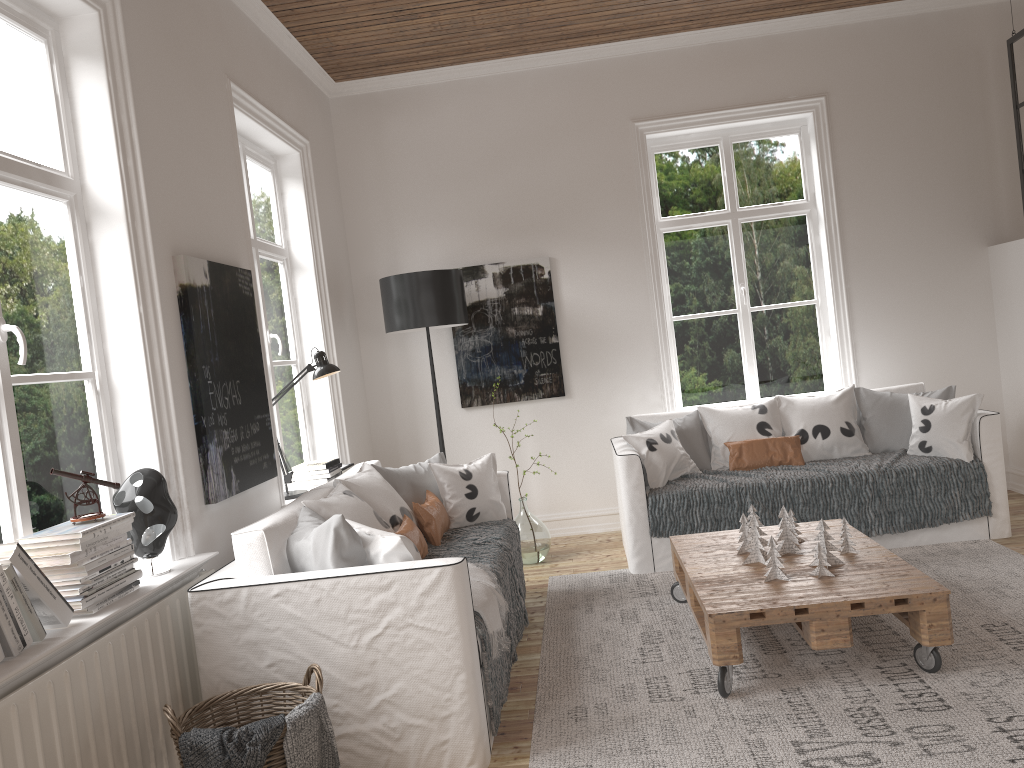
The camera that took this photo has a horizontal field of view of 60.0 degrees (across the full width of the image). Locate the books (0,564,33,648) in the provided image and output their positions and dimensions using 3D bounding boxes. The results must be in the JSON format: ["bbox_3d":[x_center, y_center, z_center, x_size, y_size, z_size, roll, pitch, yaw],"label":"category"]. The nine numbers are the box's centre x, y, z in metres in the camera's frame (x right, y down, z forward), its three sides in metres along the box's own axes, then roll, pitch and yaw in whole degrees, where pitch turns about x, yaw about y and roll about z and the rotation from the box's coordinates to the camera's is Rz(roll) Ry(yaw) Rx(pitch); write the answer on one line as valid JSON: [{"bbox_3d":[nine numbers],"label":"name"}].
[{"bbox_3d":[-1.253,0.534,2.101,0.161,0.218,0.101,-7,2,4],"label":"books"}]

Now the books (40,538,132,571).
[{"bbox_3d":[-1.239,0.487,2.520,0.182,0.016,0.288,-7,2,4],"label":"books"}]

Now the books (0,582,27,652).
[{"bbox_3d":[-1.252,0.528,2.071,0.152,0.232,0.104,-7,2,4],"label":"books"}]

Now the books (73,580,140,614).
[{"bbox_3d":[-1.200,0.606,2.513,0.159,0.012,0.285,-7,2,4],"label":"books"}]

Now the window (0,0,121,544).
[{"bbox_3d":[-1.426,-0.262,2.453,0.120,1.872,1.055,-7,2,4],"label":"window"}]

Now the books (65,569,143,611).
[{"bbox_3d":[-1.212,0.588,2.516,0.176,0.025,0.331,-7,2,4],"label":"books"}]

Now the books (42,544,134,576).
[{"bbox_3d":[-1.223,0.502,2.528,0.167,0.017,0.263,-7,2,4],"label":"books"}]

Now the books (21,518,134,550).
[{"bbox_3d":[-1.230,0.421,2.511,0.182,0.016,0.288,-7,2,4],"label":"books"}]

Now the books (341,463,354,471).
[{"bbox_3d":[-1.024,0.480,5.012,0.202,0.012,0.251,-7,2,6],"label":"books"}]

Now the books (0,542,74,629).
[{"bbox_3d":[-1.247,0.511,2.207,0.176,0.255,0.226,-7,2,4],"label":"books"}]

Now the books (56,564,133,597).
[{"bbox_3d":[-1.231,0.558,2.511,0.182,0.016,0.288,-7,2,4],"label":"books"}]

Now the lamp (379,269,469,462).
[{"bbox_3d":[-0.440,0.221,5.336,0.499,1.754,0.499,-7,2,1],"label":"lamp"}]

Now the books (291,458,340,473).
[{"bbox_3d":[-1.046,0.435,4.730,0.190,0.028,0.239,-7,2,6],"label":"books"}]

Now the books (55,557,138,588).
[{"bbox_3d":[-1.207,0.539,2.532,0.161,0.013,0.256,-7,2,4],"label":"books"}]

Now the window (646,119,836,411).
[{"bbox_3d":[1.502,-0.736,5.823,1.055,1.872,0.120,-7,2,4],"label":"window"}]

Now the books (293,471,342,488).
[{"bbox_3d":[-1.037,0.509,4.742,0.191,0.032,0.258,-7,2,6],"label":"books"}]

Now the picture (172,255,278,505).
[{"bbox_3d":[-1.128,-0.028,3.547,0.041,0.908,0.680,-7,2,4],"label":"picture"}]

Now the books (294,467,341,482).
[{"bbox_3d":[-1.034,0.482,4.732,0.191,0.023,0.242,-7,2,2],"label":"books"}]

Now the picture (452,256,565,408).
[{"bbox_3d":[-0.045,-0.332,5.766,0.680,0.908,0.041,-7,2,4],"label":"picture"}]

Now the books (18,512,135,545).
[{"bbox_3d":[-1.222,0.405,2.504,0.182,0.016,0.288,-7,2,4],"label":"books"}]

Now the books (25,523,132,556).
[{"bbox_3d":[-1.228,0.440,2.514,0.174,0.021,0.273,-7,2,4],"label":"books"}]

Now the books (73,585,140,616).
[{"bbox_3d":[-1.201,0.619,2.529,0.161,0.012,0.254,-7,2,4],"label":"books"}]

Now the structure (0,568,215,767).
[{"bbox_3d":[-1.052,1.072,2.485,0.095,0.829,1.223,-7,2,4],"label":"structure"}]

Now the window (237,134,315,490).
[{"bbox_3d":[-1.276,-0.358,4.613,0.120,1.872,1.055,-7,2,4],"label":"window"}]

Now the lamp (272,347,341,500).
[{"bbox_3d":[-1.005,0.185,4.265,0.439,0.703,0.196,-7,2,4],"label":"lamp"}]

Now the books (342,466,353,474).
[{"bbox_3d":[-1.016,0.492,5.009,0.187,0.014,0.248,-7,2,2],"label":"books"}]

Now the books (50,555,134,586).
[{"bbox_3d":[-1.218,0.529,2.511,0.159,0.012,0.285,-7,2,4],"label":"books"}]

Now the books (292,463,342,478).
[{"bbox_3d":[-1.045,0.460,4.740,0.212,0.023,0.258,-7,2,4],"label":"books"}]

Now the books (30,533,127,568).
[{"bbox_3d":[-1.243,0.466,2.495,0.180,0.028,0.296,-7,2,4],"label":"books"}]

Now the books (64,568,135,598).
[{"bbox_3d":[-1.213,0.569,2.528,0.161,0.013,0.254,-7,2,4],"label":"books"}]

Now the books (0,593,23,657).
[{"bbox_3d":[-1.252,0.528,2.039,0.172,0.235,0.112,-7,2,4],"label":"books"}]

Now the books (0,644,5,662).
[{"bbox_3d":[-1.266,0.529,1.997,0.172,0.239,0.093,-7,2,4],"label":"books"}]

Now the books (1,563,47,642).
[{"bbox_3d":[-1.245,0.535,2.139,0.161,0.213,0.118,-7,2,4],"label":"books"}]
